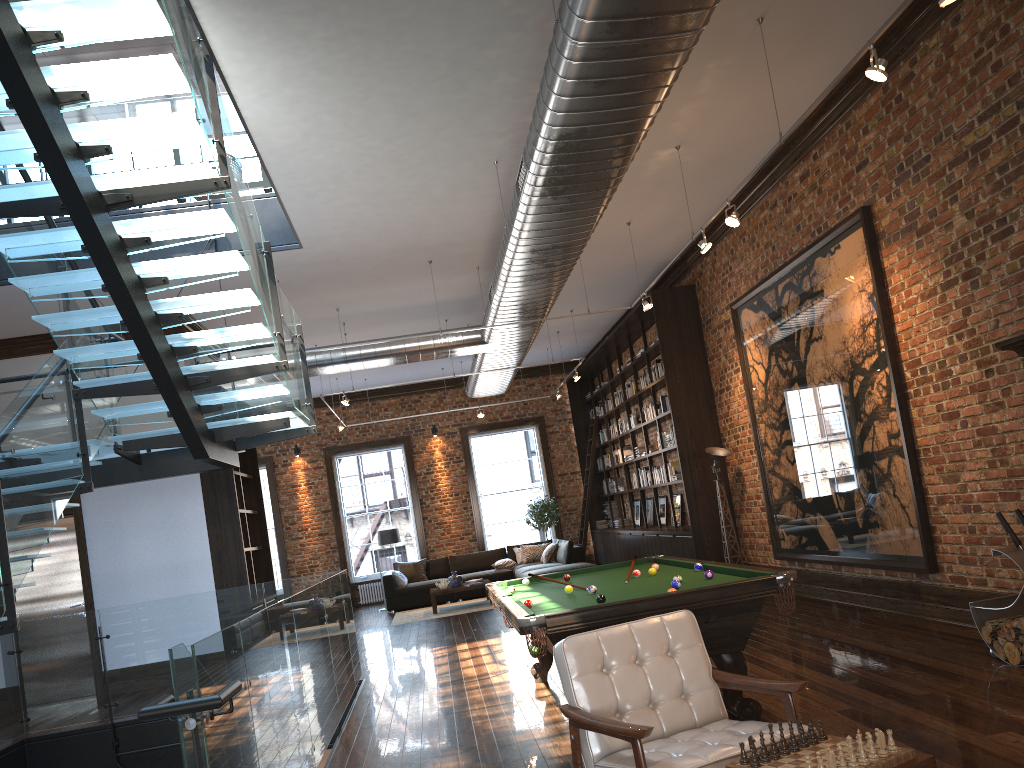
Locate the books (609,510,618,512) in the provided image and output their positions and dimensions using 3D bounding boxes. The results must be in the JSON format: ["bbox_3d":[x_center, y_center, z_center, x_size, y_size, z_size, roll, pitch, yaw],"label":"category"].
[{"bbox_3d":[2.109,2.665,18.601,0.190,0.009,0.360,-8,-8,-4],"label":"books"}]

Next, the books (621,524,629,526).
[{"bbox_3d":[2.205,2.813,17.673,0.228,0.008,0.332,-8,-8,-7],"label":"books"}]

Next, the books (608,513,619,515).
[{"bbox_3d":[2.113,2.728,18.601,0.207,0.009,0.347,-8,-8,-5],"label":"books"}]

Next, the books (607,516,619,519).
[{"bbox_3d":[2.114,2.804,18.596,0.210,0.019,0.344,-9,-8,-2],"label":"books"}]

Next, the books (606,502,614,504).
[{"bbox_3d":[2.090,2.489,18.613,0.180,0.012,0.309,-8,-8,-7],"label":"books"}]

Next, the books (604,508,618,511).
[{"bbox_3d":[2.075,2.628,18.601,0.240,0.019,0.230,-7,-8,-11],"label":"books"}]

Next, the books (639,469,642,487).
[{"bbox_3d":[2.328,1.643,15.525,0.169,0.309,0.039,-9,-4,-6],"label":"books"}]

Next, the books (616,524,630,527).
[{"bbox_3d":[2.209,2.820,17.673,0.228,0.008,0.331,-8,-8,-6],"label":"books"}]

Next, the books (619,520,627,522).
[{"bbox_3d":[2.189,2.731,17.678,0.228,0.008,0.332,-8,-8,-4],"label":"books"}]

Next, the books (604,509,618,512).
[{"bbox_3d":[2.078,2.651,18.599,0.260,0.028,0.318,-8,-8,-6],"label":"books"}]

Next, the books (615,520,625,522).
[{"bbox_3d":[2.194,2.722,17.679,0.228,0.008,0.331,-8,-8,-6],"label":"books"}]

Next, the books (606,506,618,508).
[{"bbox_3d":[2.092,2.580,18.606,0.203,0.020,0.320,-8,-8,-5],"label":"books"}]

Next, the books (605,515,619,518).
[{"bbox_3d":[2.103,2.778,18.596,0.249,0.019,0.320,-8,-8,-6],"label":"books"}]

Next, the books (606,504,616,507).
[{"bbox_3d":[2.087,2.546,18.608,0.184,0.030,0.267,-9,-8,-1],"label":"books"}]

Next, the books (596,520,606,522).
[{"bbox_3d":[1.868,2.880,18.623,0.199,0.020,0.213,-9,-8,-2],"label":"books"}]

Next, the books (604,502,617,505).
[{"bbox_3d":[2.072,2.516,18.609,0.207,0.021,0.249,-7,-8,-11],"label":"books"}]

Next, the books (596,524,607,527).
[{"bbox_3d":[1.880,2.970,18.617,0.200,0.019,0.257,-8,-8,-4],"label":"books"}]

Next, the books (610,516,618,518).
[{"bbox_3d":[2.099,2.792,18.595,0.245,0.008,0.311,-8,-8,-9],"label":"books"}]

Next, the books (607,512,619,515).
[{"bbox_3d":[2.121,2.715,18.598,0.188,0.012,0.324,-8,-8,-7],"label":"books"}]

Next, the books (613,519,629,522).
[{"bbox_3d":[2.177,2.717,17.678,0.226,0.007,0.376,-7,-8,-12],"label":"books"}]

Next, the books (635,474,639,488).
[{"bbox_3d":[2.294,1.708,15.752,0.189,0.258,0.027,-9,-4,-6],"label":"books"}]

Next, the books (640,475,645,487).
[{"bbox_3d":[2.333,1.680,15.420,0.174,0.205,0.032,-8,-4,-6],"label":"books"}]

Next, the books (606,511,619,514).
[{"bbox_3d":[2.105,2.698,18.598,0.209,0.015,0.310,-8,-8,-8],"label":"books"}]

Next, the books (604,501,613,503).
[{"bbox_3d":[2.062,2.469,18.612,0.208,0.010,0.354,-9,-8,-2],"label":"books"}]

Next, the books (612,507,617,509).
[{"bbox_3d":[2.107,2.608,18.605,0.171,0.010,0.328,-9,-8,-3],"label":"books"}]

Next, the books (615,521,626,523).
[{"bbox_3d":[2.195,2.746,17.677,0.226,0.007,0.372,-8,-8,-7],"label":"books"}]

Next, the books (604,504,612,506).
[{"bbox_3d":[2.061,2.531,18.607,0.251,0.006,0.274,-8,-8,-7],"label":"books"}]

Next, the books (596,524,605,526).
[{"bbox_3d":[1.862,2.958,18.617,0.158,0.011,0.253,-9,-8,-2],"label":"books"}]

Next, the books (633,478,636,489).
[{"bbox_3d":[2.286,1.782,16.038,0.178,0.204,0.068,-8,-4,-6],"label":"books"}]

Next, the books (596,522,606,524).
[{"bbox_3d":[1.864,2.914,18.620,0.185,0.013,0.274,-8,-8,-4],"label":"books"}]

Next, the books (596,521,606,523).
[{"bbox_3d":[1.871,2.895,18.622,0.199,0.011,0.221,-9,-8,-2],"label":"books"}]

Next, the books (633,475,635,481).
[{"bbox_3d":[2.292,1.740,15.940,0.177,0.251,0.071,-9,-4,-6],"label":"books"}]

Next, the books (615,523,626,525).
[{"bbox_3d":[2.201,2.783,17.675,0.226,0.007,0.372,-8,-8,-5],"label":"books"}]

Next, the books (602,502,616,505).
[{"bbox_3d":[2.053,2.504,18.608,0.239,0.007,0.322,-7,-8,-10],"label":"books"}]

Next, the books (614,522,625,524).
[{"bbox_3d":[2.191,2.762,17.676,0.228,0.008,0.333,-8,-8,-9],"label":"books"}]

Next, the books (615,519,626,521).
[{"bbox_3d":[2.186,2.708,17.680,0.227,0.007,0.373,-8,-8,-4],"label":"books"}]

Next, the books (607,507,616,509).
[{"bbox_3d":[2.090,2.602,18.604,0.209,0.007,0.309,-8,-8,-4],"label":"books"}]

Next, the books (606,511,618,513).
[{"bbox_3d":[2.090,2.685,18.598,0.238,0.015,0.251,-8,-8,-4],"label":"books"}]

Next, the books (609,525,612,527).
[{"bbox_3d":[2.153,2.970,18.586,0.198,0.035,0.219,-9,-8,-3],"label":"books"}]

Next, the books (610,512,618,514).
[{"bbox_3d":[2.095,2.710,18.596,0.220,0.006,0.353,-9,-8,-2],"label":"books"}]

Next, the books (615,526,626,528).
[{"bbox_3d":[2.201,2.844,17.670,0.228,0.008,0.334,-7,-8,-11],"label":"books"}]

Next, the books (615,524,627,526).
[{"bbox_3d":[2.198,2.806,17.673,0.226,0.007,0.374,-8,-8,-9],"label":"books"}]

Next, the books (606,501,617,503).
[{"bbox_3d":[2.085,2.477,18.613,0.178,0.013,0.360,-8,-8,-4],"label":"books"}]

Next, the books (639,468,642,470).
[{"bbox_3d":[2.323,1.635,15.551,0.144,0.335,0.013,-9,-4,-6],"label":"books"}]

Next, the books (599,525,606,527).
[{"bbox_3d":[1.863,2.986,18.614,0.170,0.008,0.262,-8,-8,-6],"label":"books"}]

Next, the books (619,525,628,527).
[{"bbox_3d":[2.208,2.827,17.672,0.226,0.007,0.372,-8,-8,-5],"label":"books"}]

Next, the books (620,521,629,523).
[{"bbox_3d":[2.193,2.754,17.677,0.228,0.008,0.332,-8,-8,-4],"label":"books"}]

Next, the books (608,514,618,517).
[{"bbox_3d":[2.119,2.749,18.600,0.183,0.033,0.273,-9,-8,-1],"label":"books"}]

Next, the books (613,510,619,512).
[{"bbox_3d":[2.113,2.672,18.601,0.164,0.006,0.355,-7,-8,-12],"label":"books"}]

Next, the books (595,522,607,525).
[{"bbox_3d":[1.876,2.927,18.620,0.204,0.015,0.267,-8,-8,-8],"label":"books"}]

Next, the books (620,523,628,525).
[{"bbox_3d":[2.199,2.791,17.674,0.228,0.008,0.333,-8,-8,-8],"label":"books"}]

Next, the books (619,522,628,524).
[{"bbox_3d":[2.192,2.769,17.675,0.227,0.007,0.373,-9,-8,-3],"label":"books"}]

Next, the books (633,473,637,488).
[{"bbox_3d":[2.285,1.722,15.885,0.180,0.273,0.014,-9,-4,-6],"label":"books"}]

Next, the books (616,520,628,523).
[{"bbox_3d":[2.181,2.740,17.677,0.228,0.008,0.335,-9,-8,-1],"label":"books"}]

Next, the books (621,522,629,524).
[{"bbox_3d":[2.199,2.776,17.675,0.228,0.008,0.331,-8,-8,-5],"label":"books"}]
